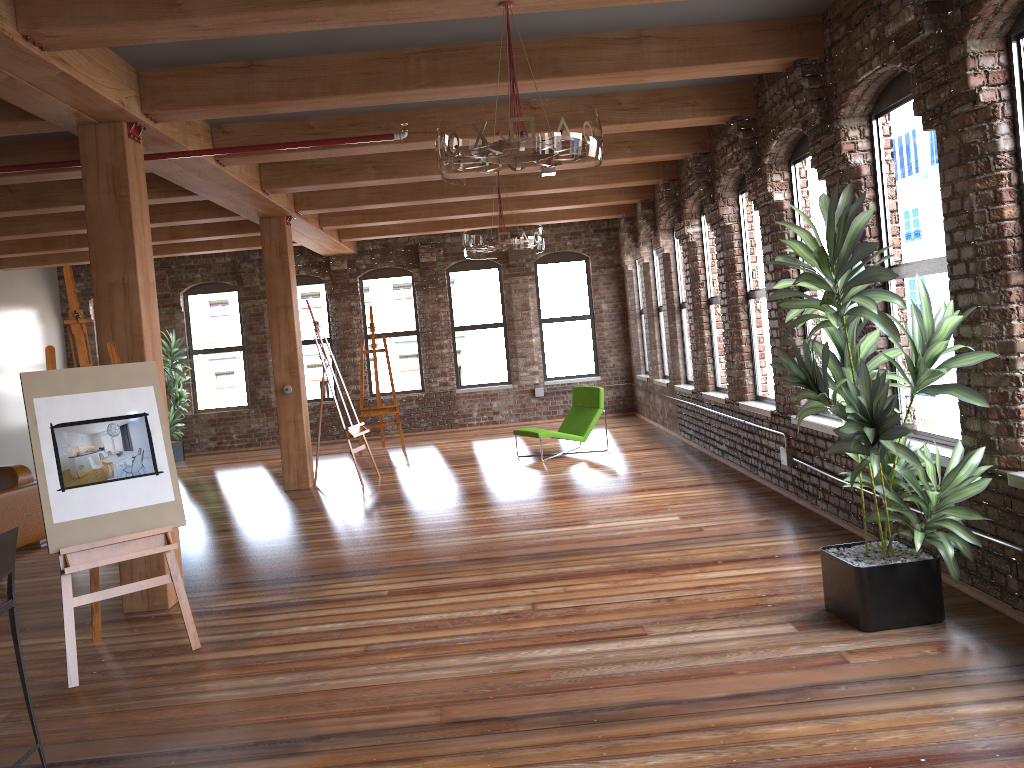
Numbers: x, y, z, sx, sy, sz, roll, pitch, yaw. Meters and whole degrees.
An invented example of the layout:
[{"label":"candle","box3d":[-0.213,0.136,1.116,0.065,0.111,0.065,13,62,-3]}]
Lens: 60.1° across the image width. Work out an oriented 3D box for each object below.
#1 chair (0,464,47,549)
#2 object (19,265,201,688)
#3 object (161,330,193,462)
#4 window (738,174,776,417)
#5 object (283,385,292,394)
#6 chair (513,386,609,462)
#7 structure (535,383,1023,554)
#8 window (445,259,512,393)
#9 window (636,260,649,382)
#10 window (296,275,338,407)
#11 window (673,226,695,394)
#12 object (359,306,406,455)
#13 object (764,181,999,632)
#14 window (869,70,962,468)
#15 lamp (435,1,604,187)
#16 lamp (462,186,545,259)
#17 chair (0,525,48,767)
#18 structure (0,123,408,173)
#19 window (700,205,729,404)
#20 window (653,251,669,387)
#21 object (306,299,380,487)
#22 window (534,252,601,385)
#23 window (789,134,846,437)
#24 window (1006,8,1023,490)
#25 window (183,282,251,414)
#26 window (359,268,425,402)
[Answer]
[{"label":"chair","box3d":[-4.881,1.162,7.945,1.063,0.735,0.832,-5,2,9]},{"label":"object","box3d":[-2.224,0.395,4.802,0.703,2.139,0.684,-6,1,-41]},{"label":"object","box3d":[-5.609,0.195,14.100,1.082,2.102,0.966,-6,1,-23]},{"label":"window","box3d":[2.213,-0.855,8.022,0.236,2.214,0.969,-5,1,-1]},{"label":"object","box3d":[-2.516,0.063,9.923,0.095,0.095,0.061,-5,1,-1]},{"label":"chair","box3d":[0.581,0.472,10.917,0.958,0.796,0.680,-6,2,-26]},{"label":"structure","box3d":[2.181,0.442,8.228,1.634,0.313,13.717,-6,3,-8]},{"label":"window","box3d":[-0.561,-0.996,14.953,0.968,2.217,0.219,-5,1,-1]},{"label":"window","box3d":[2.052,-1.174,13.913,0.232,2.214,0.969,-5,1,-1]},{"label":"window","box3d":[-3.485,-0.723,14.875,0.968,2.226,0.221,-5,1,-1]},{"label":"window","box3d":[2.132,-1.014,10.952,0.233,2.214,0.969,-5,1,-1]},{"label":"object","box3d":[-1.984,-0.089,12.983,0.662,2.139,0.685,-5,1,-6]},{"label":"object","box3d":[1.774,0.081,4.351,0.966,2.102,1.082,-5,1,12]},{"label":"window","box3d":[2.291,-0.696,5.088,0.235,2.214,0.969,-5,1,-1]},{"label":"lamp","box3d":[0.010,-1.433,4.280,0.808,0.814,0.811,-3,3,41]},{"label":"lamp","box3d":[-0.107,-1.669,8.626,0.808,0.814,0.811,-4,2,35]},{"label":"chair","box3d":[-2.027,1.052,3.151,0.467,0.981,0.430,-5,1,-1]},{"label":"structure","box3d":[-4.139,-1.525,6.334,6.808,0.112,0.051,-5,1,-1]},{"label":"window","box3d":[2.170,-0.934,9.489,0.230,2.214,0.969,-5,1,-1]},{"label":"window","box3d":[2.092,-1.093,12.420,0.231,2.214,0.969,-5,1,-1]},{"label":"object","box3d":[-2.027,0.076,10.128,0.684,2.139,0.662,-5,1,9]},{"label":"window","box3d":[0.919,-1.131,14.991,0.968,2.217,0.219,-5,1,-1]},{"label":"window","box3d":[2.250,-0.776,6.555,0.232,2.214,0.969,-5,1,-1]},{"label":"window","box3d":[2.330,-0.617,3.621,0.235,2.214,0.969,-5,1,-1]},{"label":"window","box3d":[-4.952,-0.622,14.904,0.968,2.168,0.086,-5,1,-1]},{"label":"window","box3d":[-2.026,-0.857,14.913,0.968,2.226,0.221,-5,1,-1]}]
